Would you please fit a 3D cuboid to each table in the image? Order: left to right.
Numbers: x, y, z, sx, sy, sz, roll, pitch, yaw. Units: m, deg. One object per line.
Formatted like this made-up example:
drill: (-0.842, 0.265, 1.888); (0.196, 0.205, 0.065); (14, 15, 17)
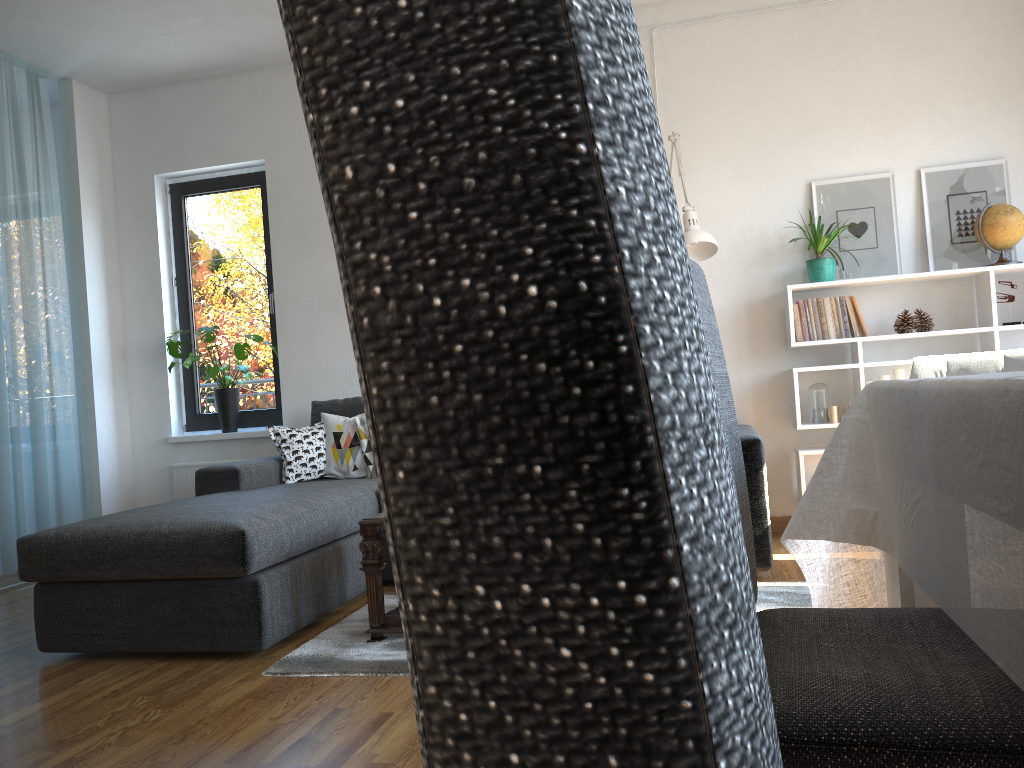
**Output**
table: (0.146, 0.601, 3.009); (1.180, 0.409, 0.570); (-4, -1, 13)
table: (0.867, 0.340, 0.555); (1.235, 0.763, 1.856); (-4, -1, 14)

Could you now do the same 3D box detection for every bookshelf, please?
bookshelf: (1.967, 0.081, 4.239); (1.190, 1.200, 0.237); (-4, 0, 13)

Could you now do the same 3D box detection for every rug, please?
rug: (0.241, 0.800, 2.975); (1.813, 0.034, 1.052); (-4, -1, 12)

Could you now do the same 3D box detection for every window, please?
window: (-3.771, 2.085, 18.988); (13.980, 18.369, 24.370); (-4, -1, 19)

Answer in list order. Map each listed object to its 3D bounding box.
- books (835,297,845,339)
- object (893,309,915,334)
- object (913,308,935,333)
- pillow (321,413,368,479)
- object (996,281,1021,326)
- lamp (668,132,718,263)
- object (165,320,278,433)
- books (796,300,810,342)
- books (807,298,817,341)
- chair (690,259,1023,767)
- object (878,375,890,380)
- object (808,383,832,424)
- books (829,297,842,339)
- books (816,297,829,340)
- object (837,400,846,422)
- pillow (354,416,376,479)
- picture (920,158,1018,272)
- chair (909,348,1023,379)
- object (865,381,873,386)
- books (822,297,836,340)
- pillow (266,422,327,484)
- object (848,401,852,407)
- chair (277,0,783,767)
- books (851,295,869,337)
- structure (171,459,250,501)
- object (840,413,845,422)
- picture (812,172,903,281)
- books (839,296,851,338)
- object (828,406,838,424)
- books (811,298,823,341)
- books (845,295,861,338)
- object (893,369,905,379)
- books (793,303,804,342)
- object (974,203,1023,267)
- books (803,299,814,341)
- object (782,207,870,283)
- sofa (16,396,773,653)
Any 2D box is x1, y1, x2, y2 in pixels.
books: (1.588, -0.315, 4.314); (0.035, 0.204, 0.131); (-4, 0, 13)
object: (1.887, -0.297, 4.261); (0.094, 0.127, 0.103); (-4, -1, -31)
object: (1.965, -0.302, 4.240); (0.101, 0.125, 0.096); (-4, -1, 28)
pillow: (-0.804, 0.304, 4.453); (0.360, 0.344, 0.173); (-4, 0, 13)
object: (2.307, -0.376, 4.166); (0.134, 0.217, 0.066); (-4, 0, 28)
lamp: (0.835, -0.896, 4.298); (0.200, 0.669, 0.698); (-4, -1, 4)
object: (-1.699, -0.050, 5.143); (0.657, 0.675, 0.447); (-4, 0, 4)
books: (1.426, -0.305, 4.350); (0.043, 0.205, 0.129); (-4, 0, 13)
books: (1.464, -0.309, 4.341); (0.035, 0.209, 0.129); (-4, 0, 13)
chair: (0.428, 0.281, 1.031); (0.545, 0.960, 0.461); (-4, 0, 18)
object: (1.822, 0.063, 4.325); (0.051, 0.213, 0.051); (-4, 0, 19)
object: (1.514, 0.094, 4.362); (0.108, 0.197, 0.108); (-4, 0, 24)
books: (1.566, -0.316, 4.318); (0.044, 0.209, 0.133); (-4, 0, 13)
books: (1.510, -0.313, 4.327); (0.044, 0.210, 0.133); (-4, 0, 14)
object: (1.612, 0.131, 4.331); (0.062, 0.108, 0.062); (-4, 0, 13)
pillow: (-0.557, 0.306, 4.470); (0.454, 0.363, 0.242); (-4, 0, -20)
picture: (2.207, -0.804, 4.288); (0.390, 0.532, 0.059); (-4, 0, 13)
chair: (1.745, 0.293, 3.392); (0.545, 0.832, 0.684); (-4, -1, 38)
object: (1.755, 0.081, 4.340); (0.051, 0.188, 0.051); (-4, 0, 19)
books: (1.539, -0.314, 4.326); (0.048, 0.208, 0.135); (-4, 0, 13)
pillow: (-1.035, 0.347, 4.415); (0.334, 0.320, 0.160); (-3, -1, -41)
object: (1.637, 0.133, 4.260); (0.039, 0.099, 0.039); (-4, 0, 9)
chair: (0.268, 0.280, 0.345); (0.545, 0.960, 0.461); (-4, 0, 13)
books: (1.676, -0.324, 4.291); (0.070, 0.204, 0.132); (-4, 0, 14)
structure: (-1.600, 0.672, 5.177); (0.817, 0.459, 0.076); (-4, 0, 11)
object: (1.594, 0.163, 4.252); (0.040, 0.044, 0.040); (-4, -1, 39)
picture: (1.712, -0.767, 4.403); (0.390, 0.532, 0.059); (-4, 0, 13)
books: (1.610, -0.319, 4.310); (0.044, 0.208, 0.133); (-4, 0, 14)
object: (1.534, 0.149, 4.316); (0.078, 0.084, 0.176); (-4, -1, -19)
books: (1.486, -0.309, 4.337); (0.044, 0.209, 0.136); (-4, 0, 13)
books: (1.645, -0.322, 4.302); (0.061, 0.211, 0.128); (-4, 0, 14)
object: (1.889, 0.046, 4.313); (0.051, 0.238, 0.051); (-4, 0, 31)
books: (1.398, -0.294, 4.351); (0.047, 0.191, 0.124); (-4, 0, 13)
object: (2.289, -0.698, 4.156); (0.217, 0.305, 0.215); (-4, -1, 30)
books: (1.448, -0.305, 4.346); (0.033, 0.210, 0.136); (-4, 0, 14)
object: (1.528, -0.674, 4.339); (0.424, 0.372, 0.387); (-4, -1, 0)
sofa: (-0.226, 0.431, 3.727); (2.509, 0.847, 2.163); (-4, -1, 13)
